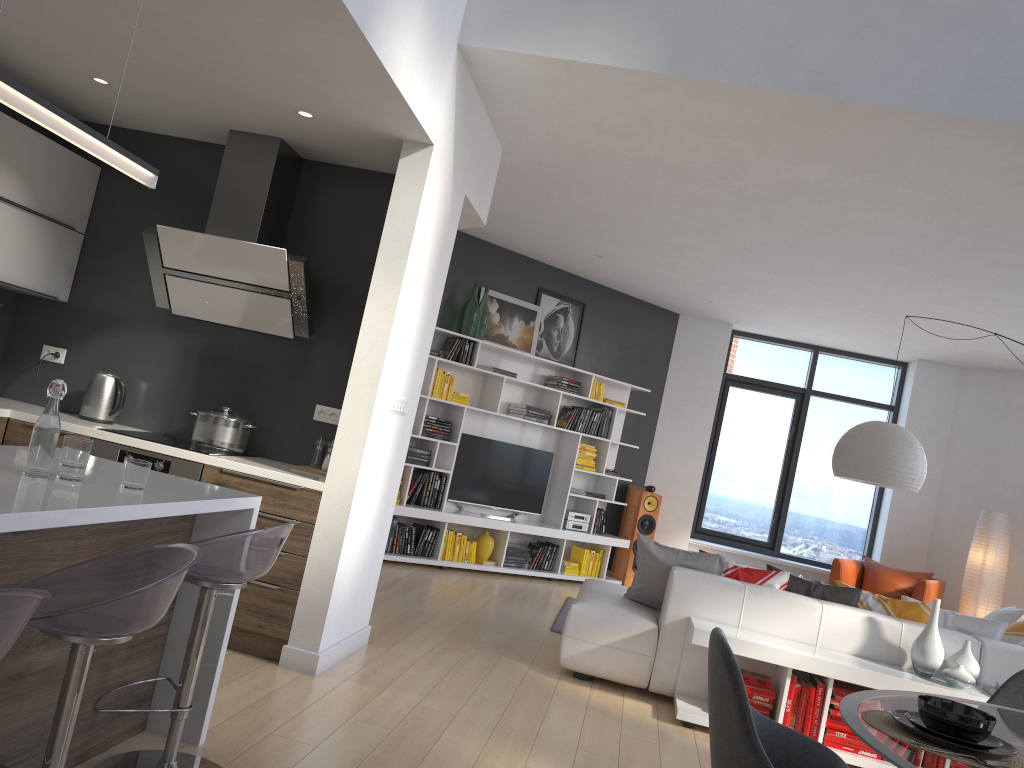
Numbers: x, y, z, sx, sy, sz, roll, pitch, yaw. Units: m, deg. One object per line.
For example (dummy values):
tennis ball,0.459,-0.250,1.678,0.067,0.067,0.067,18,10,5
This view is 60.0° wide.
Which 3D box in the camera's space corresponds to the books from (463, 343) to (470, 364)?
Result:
books,-0.450,-0.274,8.003,0.021,0.200,0.147,15,-5,-36

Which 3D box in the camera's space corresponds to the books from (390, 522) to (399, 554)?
books,-1.047,1.302,7.619,0.053,0.268,0.202,15,-5,-36

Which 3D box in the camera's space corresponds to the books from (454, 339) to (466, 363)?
books,-0.487,-0.292,7.975,0.021,0.221,0.156,15,-5,-36

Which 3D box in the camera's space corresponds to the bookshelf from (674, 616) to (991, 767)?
bookshelf,2.149,1.751,4.425,2.600,0.500,0.356,12,-4,9

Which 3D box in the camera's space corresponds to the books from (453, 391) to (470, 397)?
books,-0.497,0.087,8.016,0.186,0.026,0.138,15,-5,-36

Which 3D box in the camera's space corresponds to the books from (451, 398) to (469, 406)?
books,-0.504,0.158,8.002,0.190,0.033,0.147,15,-5,-36

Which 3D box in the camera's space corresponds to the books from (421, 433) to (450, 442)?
books,-0.707,0.468,7.879,0.263,0.026,0.189,15,-5,-37

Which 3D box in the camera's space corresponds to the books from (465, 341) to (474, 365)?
books,-0.426,-0.276,8.022,0.038,0.218,0.169,15,-5,-36

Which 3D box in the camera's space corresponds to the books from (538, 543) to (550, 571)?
books,0.272,1.668,8.565,0.069,0.242,0.172,15,-4,-35

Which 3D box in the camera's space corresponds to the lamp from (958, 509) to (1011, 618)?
lamp,4.500,1.972,8.162,0.502,1.550,0.804,14,-4,-30

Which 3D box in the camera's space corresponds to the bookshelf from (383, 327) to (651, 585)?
bookshelf,0.004,0.746,8.347,3.000,2.052,0.455,15,-5,-36

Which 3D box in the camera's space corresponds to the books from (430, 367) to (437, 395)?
books,-0.751,-0.029,7.808,0.029,0.270,0.204,15,-5,-36

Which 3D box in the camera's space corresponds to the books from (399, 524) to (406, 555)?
books,-0.977,1.333,7.649,0.050,0.242,0.169,15,-5,-36

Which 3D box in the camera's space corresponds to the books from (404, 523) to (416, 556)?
books,-0.907,1.348,7.710,0.083,0.249,0.191,15,-5,-36

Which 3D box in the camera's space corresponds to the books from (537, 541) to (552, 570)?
books,0.276,1.663,8.601,0.075,0.254,0.192,15,-5,-37

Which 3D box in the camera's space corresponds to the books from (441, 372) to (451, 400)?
books,-0.635,0.012,7.909,0.035,0.250,0.185,15,-5,-36

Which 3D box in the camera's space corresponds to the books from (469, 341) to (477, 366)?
books,-0.398,-0.276,8.033,0.019,0.230,0.174,15,-5,-36

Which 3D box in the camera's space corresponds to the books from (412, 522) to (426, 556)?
books,-0.855,1.359,7.774,0.066,0.260,0.197,15,-5,-36

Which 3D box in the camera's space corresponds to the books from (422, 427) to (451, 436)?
books,-0.713,0.414,7.895,0.266,0.030,0.209,15,-5,-37

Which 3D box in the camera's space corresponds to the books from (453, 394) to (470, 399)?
books,-0.491,0.108,8.006,0.187,0.014,0.134,15,-5,-36

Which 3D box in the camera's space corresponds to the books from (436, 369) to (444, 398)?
books,-0.689,-0.006,7.875,0.015,0.263,0.199,15,-5,-36

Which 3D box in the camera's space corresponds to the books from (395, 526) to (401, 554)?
books,-1.023,1.325,7.634,0.053,0.240,0.189,15,-5,-35

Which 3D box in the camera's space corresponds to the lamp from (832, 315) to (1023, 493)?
lamp,3.382,0.966,5.139,3.199,2.647,0.710,9,-5,45

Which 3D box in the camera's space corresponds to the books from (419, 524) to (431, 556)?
books,-0.817,1.371,7.798,0.075,0.254,0.192,15,-5,-37

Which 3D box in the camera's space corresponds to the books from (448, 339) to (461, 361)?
books,-0.554,-0.306,7.939,0.087,0.214,0.171,15,-5,-35

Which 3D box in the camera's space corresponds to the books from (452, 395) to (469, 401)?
books,-0.491,0.123,7.989,0.169,0.018,0.113,15,-4,-34

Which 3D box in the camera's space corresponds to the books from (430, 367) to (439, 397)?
books,-0.736,-0.024,7.831,0.025,0.270,0.213,15,-5,-36

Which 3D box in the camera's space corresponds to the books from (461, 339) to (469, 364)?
books,-0.469,-0.293,7.994,0.025,0.232,0.176,15,-5,-36

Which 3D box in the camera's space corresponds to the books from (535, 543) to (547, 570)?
books,0.236,1.662,8.555,0.081,0.233,0.169,15,-5,-37

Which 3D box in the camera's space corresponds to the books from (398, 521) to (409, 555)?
books,-0.960,1.333,7.675,0.066,0.255,0.193,15,-5,-36

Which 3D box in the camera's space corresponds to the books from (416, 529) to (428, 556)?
books,-0.823,1.375,7.763,0.069,0.242,0.172,15,-4,-35

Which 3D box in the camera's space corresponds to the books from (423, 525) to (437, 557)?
books,-0.766,1.387,7.834,0.084,0.249,0.191,15,-5,-36

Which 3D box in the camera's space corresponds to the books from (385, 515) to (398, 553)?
books,-1.115,1.262,7.572,0.128,0.321,0.259,15,-5,-36

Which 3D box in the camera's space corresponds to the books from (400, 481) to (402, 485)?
books,-1.103,0.823,7.677,0.250,0.035,0.185,15,-4,-33

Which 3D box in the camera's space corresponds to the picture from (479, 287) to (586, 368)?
picture,0.192,-0.605,8.615,1.279,0.707,0.076,15,-5,-36

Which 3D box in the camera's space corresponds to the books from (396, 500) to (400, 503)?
books,-1.130,0.977,7.643,0.270,0.029,0.204,15,-4,-31

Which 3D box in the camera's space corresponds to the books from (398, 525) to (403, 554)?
books,-1.000,1.331,7.642,0.049,0.236,0.170,15,-5,-35

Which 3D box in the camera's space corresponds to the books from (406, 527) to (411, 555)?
books,-0.933,1.345,7.686,0.066,0.242,0.177,15,-5,-36

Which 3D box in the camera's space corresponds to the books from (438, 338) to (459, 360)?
books,-0.576,-0.314,7.916,0.096,0.213,0.166,15,-5,-37

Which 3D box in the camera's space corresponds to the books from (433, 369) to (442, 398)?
books,-0.712,-0.010,7.855,0.044,0.255,0.198,15,-5,-36

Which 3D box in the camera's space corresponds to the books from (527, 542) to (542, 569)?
books,0.180,1.648,8.525,0.104,0.234,0.182,15,-5,-36

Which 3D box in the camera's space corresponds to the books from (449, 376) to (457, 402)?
books,-0.576,0.037,7.957,0.024,0.234,0.172,15,-5,-36

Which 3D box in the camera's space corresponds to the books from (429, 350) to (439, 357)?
books,-0.806,-0.291,7.734,0.268,0.046,0.208,15,-4,-32

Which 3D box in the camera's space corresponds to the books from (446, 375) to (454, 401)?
books,-0.594,0.032,7.939,0.024,0.234,0.172,15,-5,-36

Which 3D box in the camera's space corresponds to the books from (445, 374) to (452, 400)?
books,-0.615,0.024,7.928,0.023,0.239,0.169,15,-5,-36

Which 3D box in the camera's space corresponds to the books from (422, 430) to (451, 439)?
books,-0.702,0.444,7.882,0.270,0.025,0.189,15,-5,-37

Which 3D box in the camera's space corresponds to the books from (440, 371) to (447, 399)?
books,-0.658,0.006,7.895,0.019,0.251,0.180,15,-5,-36

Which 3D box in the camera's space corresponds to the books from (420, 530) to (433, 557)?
books,-0.790,1.382,7.802,0.071,0.243,0.179,15,-5,-37

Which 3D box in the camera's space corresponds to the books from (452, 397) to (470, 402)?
books,-0.501,0.136,8.007,0.196,0.011,0.148,15,-5,-36

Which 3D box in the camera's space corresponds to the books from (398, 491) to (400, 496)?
books,-1.127,0.915,7.657,0.255,0.044,0.198,15,-5,-36

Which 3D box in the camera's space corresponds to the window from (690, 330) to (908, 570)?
window,3.180,0.749,9.936,1.960,2.402,0.170,12,-4,9

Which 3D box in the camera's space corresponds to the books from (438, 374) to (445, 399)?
books,-0.666,0.016,7.867,0.024,0.229,0.156,15,-5,-36

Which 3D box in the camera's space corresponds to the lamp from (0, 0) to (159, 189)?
lamp,-1.116,-1.028,2.306,0.020,0.756,0.998,12,-4,9

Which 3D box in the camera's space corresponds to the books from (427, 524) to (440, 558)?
books,-0.739,1.389,7.855,0.066,0.260,0.197,15,-5,-36

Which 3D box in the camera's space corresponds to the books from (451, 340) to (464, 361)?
books,-0.524,-0.300,7.946,0.074,0.212,0.154,15,-5,-37
